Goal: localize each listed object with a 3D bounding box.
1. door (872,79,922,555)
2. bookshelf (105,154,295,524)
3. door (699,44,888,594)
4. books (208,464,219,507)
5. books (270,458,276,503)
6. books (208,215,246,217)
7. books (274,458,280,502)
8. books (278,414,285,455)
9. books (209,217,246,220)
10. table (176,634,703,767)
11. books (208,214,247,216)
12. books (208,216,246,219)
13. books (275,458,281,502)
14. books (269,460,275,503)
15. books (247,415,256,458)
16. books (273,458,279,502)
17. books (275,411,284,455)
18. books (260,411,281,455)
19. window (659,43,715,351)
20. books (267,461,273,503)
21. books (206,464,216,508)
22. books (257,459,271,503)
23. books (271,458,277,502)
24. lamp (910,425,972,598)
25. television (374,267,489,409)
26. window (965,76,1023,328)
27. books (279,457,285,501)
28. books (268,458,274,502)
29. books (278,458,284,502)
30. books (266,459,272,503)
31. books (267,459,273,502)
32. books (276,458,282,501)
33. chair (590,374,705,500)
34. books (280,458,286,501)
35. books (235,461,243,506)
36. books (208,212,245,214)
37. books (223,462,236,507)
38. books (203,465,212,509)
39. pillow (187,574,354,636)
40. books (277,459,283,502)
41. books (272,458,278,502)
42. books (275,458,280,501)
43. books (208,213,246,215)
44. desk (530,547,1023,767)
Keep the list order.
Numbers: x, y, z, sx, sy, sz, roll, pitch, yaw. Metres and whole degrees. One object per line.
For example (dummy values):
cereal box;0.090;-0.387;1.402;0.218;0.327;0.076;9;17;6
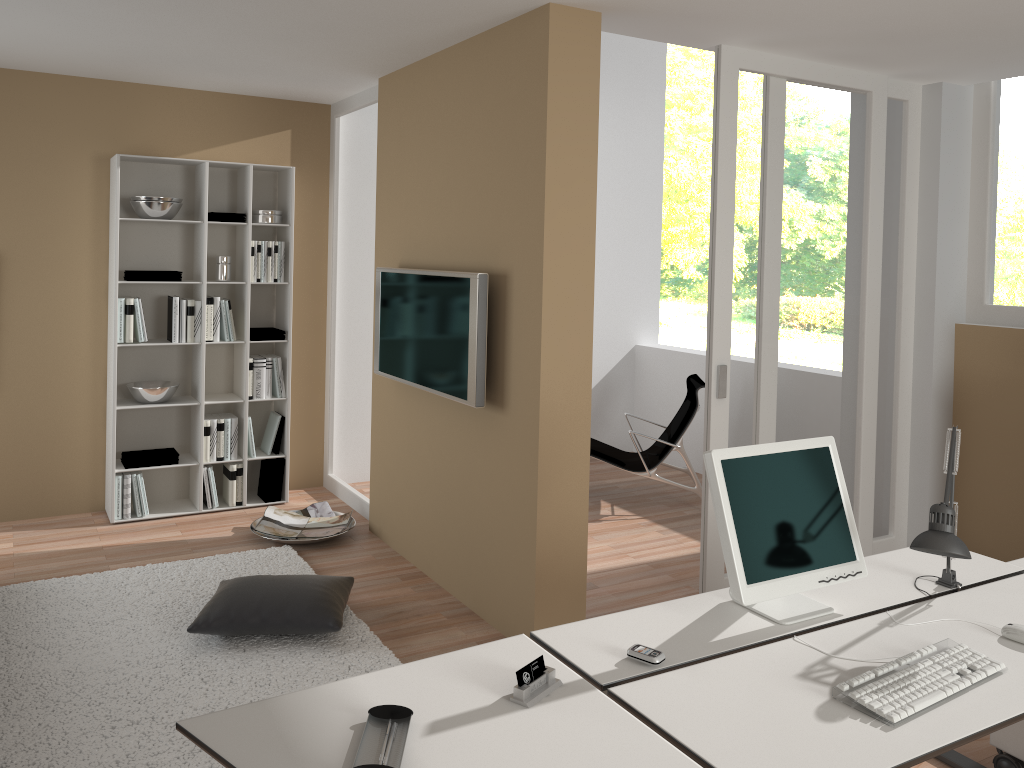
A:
door;1.736;-0.334;4.656;1.187;2.638;0.045;0;2;-30
bookshelf;-1.934;-0.306;5.485;1.039;2.134;0.334;0;2;-30
door;1.448;-0.308;4.425;1.187;2.638;0.060;0;2;-30
books;-1.880;0.618;5.501;0.058;0.257;0.209;1;4;-30
books;-1.566;0.604;5.671;0.032;0.268;0.212;1;4;-30
books;-1.819;-1.052;5.521;0.210;0.008;0.299;-4;10;-35
books;-1.546;0.602;5.681;0.032;0.268;0.213;1;4;-30
books;-1.524;0.317;5.720;0.043;0.237;0.212;1;4;-30
books;-1.822;-1.035;5.519;0.210;0.006;0.299;-4;10;-35
table;-0.070;1.038;1.547;0.811;0.684;0.933;-2;7;-33
books;-1.819;-1.057;5.521;0.210;0.008;0.299;-4;10;-35
books;-1.821;-1.040;5.519;0.210;0.006;0.299;-4;10;-35
books;-1.539;0.599;5.690;0.032;0.269;0.215;1;4;-30
books;-1.570;0.603;5.668;0.032;0.268;0.212;1;4;-30
books;-1.679;0.323;5.596;0.060;0.259;0.209;1;4;-30
books;-1.551;0.603;5.679;0.032;0.268;0.212;1;4;-30
books;-1.531;0.316;5.716;0.043;0.241;0.220;1;4;-30
books;-1.562;0.314;5.701;0.085;0.245;0.209;0;4;-30
window;5.958;-2.211;10.126;12.137;5.927;2.079;8;6;43
books;-1.582;0.602;5.665;0.032;0.269;0.215;1;4;-30
books;-1.886;0.623;5.478;0.058;0.257;0.209;1;4;-30
books;-1.594;0.605;5.655;0.032;0.268;0.212;1;4;-30
books;-1.561;0.600;5.674;0.032;0.273;0.220;1;4;-30
lamp;1.153;0.412;2.379;0.140;0.526;0.542;2;5;25
television;-0.423;-0.265;4.258;0.054;0.575;1.184;1;6;-30
window;3.504;-0.985;3.394;0.045;1.786;3.664;1;6;-30
books;-1.518;0.598;5.699;0.032;0.273;0.220;1;4;-30
books;-1.574;0.602;5.664;0.032;0.271;0.218;1;4;-30
books;-1.523;0.601;5.696;0.032;0.268;0.212;1;4;-30
books;-1.589;0.605;5.656;0.032;0.268;0.213;1;4;-30
books;-1.587;0.602;5.663;0.032;0.269;0.215;1;4;-30
books;-1.531;0.599;5.689;0.032;0.271;0.218;1;4;-30
chair;0.612;0.355;5.945;1.433;0.822;0.698;2;4;5
books;-1.513;0.600;5.701;0.032;0.268;0.212;1;4;-30
books;-1.744;0.614;5.564;0.040;0.257;0.209;1;4;-30
books;-1.819;-1.067;5.516;0.210;0.006;0.299;-4;10;-35
books;-1.777;0.616;5.540;0.040;0.257;0.209;1;4;-30
books;-1.911;0.622;5.469;0.060;0.259;0.209;1;4;-30
pillow;-1.001;0.934;3.739;0.609;0.208;0.587;1;7;-5
books;-1.527;0.601;5.693;0.032;0.268;0.212;1;4;-30
books;-1.556;0.603;5.677;0.032;0.268;0.212;1;4;-30
books;-1.544;0.599;5.688;0.032;0.269;0.215;1;4;-30
books;-1.821;-1.062;5.516;0.210;0.007;0.299;-4;10;-35
desk;0.927;0.965;2.223;1.602;0.683;0.810;-3;7;-30
